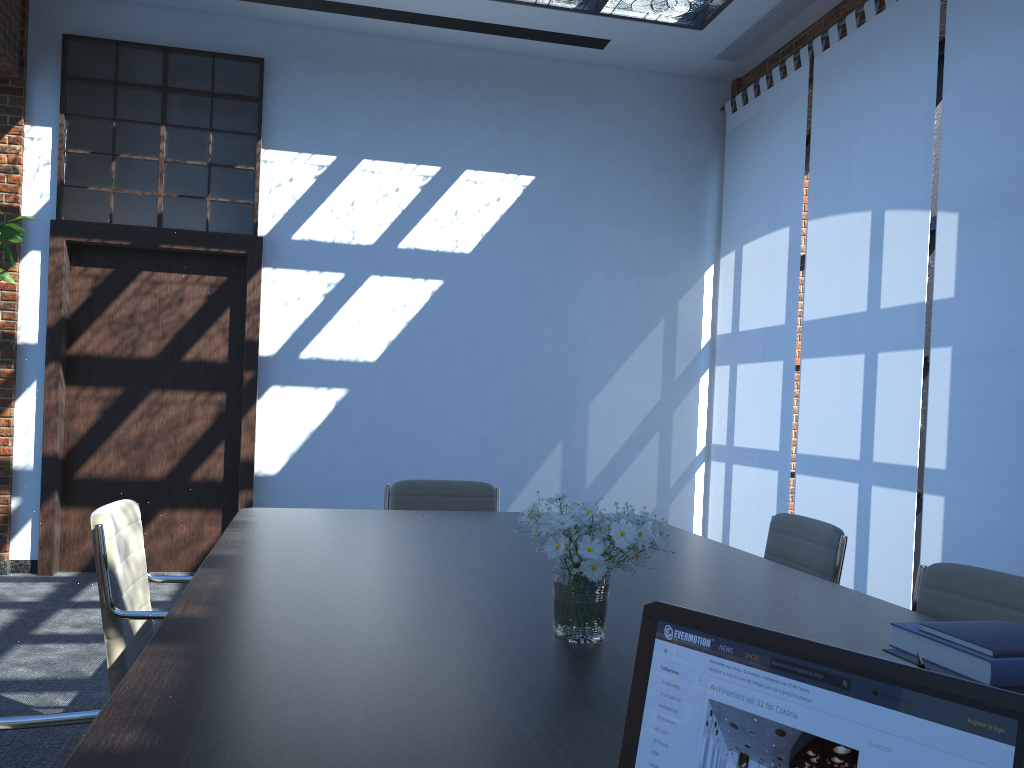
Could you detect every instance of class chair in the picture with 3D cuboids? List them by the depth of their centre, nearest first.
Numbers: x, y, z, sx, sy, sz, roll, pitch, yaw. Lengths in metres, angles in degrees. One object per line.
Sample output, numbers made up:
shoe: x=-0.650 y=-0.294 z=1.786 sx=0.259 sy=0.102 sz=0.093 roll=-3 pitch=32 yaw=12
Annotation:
chair: x=-0.688 y=0.837 z=1.562 sx=0.707 sy=0.923 sz=0.559 roll=2 pitch=0 yaw=-24
chair: x=0.924 y=0.921 z=2.114 sx=0.707 sy=0.923 sz=0.559 roll=2 pitch=0 yaw=-19
chair: x=-0.984 y=0.860 z=2.898 sx=0.706 sy=0.923 sz=0.560 roll=2 pitch=0 yaw=-12
chair: x=0.775 y=0.945 z=3.251 sx=0.706 sy=0.923 sz=0.560 roll=2 pitch=0 yaw=-9
chair: x=-0.282 y=0.920 z=3.979 sx=0.560 sy=0.923 sz=0.706 roll=2 pitch=0 yaw=-12

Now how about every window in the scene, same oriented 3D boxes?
window: x=3.211 y=-0.314 z=2.522 sx=0.160 sy=3.608 sz=9.619 roll=2 pitch=-1 yaw=-12
window: x=-2.448 y=-1.711 z=6.214 sx=1.329 sy=1.292 sz=0.059 roll=3 pitch=1 yaw=-13

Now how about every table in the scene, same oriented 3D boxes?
table: x=0.190 y=0.938 z=1.801 sx=1.810 sy=0.810 sz=4.503 roll=3 pitch=-1 yaw=-12

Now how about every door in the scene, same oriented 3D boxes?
door: x=-2.534 y=0.130 z=6.294 sx=1.400 sy=2.436 sz=0.200 roll=2 pitch=1 yaw=-13

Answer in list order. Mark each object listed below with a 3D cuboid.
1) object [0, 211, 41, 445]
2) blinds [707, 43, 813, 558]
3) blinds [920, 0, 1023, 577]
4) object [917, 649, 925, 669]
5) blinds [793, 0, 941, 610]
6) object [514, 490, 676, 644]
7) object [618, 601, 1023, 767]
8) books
object: x=-3.080 y=0.039 z=4.736 sx=0.946 sy=2.492 sz=1.323 roll=2 pitch=0 yaw=-12
blinds: x=1.769 y=-0.376 z=6.503 sx=0.039 sy=3.758 sz=1.218 roll=2 pitch=1 yaw=-12
blinds: x=2.320 y=-0.419 z=4.020 sx=0.039 sy=3.758 sz=1.218 roll=2 pitch=1 yaw=-12
object: x=0.655 y=0.468 z=1.320 sx=0.091 sy=0.142 sz=0.091 roll=2 pitch=0 yaw=-35
blinds: x=2.046 y=-0.398 z=5.256 sx=0.039 sy=3.758 sz=1.218 roll=2 pitch=1 yaw=-12
object: x=0.162 y=0.378 z=1.869 sx=0.329 sy=0.310 sz=0.336 roll=2 pitch=0 yaw=-2
object: x=0.138 y=0.360 z=0.687 sx=0.323 sy=0.283 sz=0.390 roll=3 pitch=-1 yaw=-39
books: x=0.856 y=0.497 z=1.576 sx=0.294 sy=0.115 sz=0.254 roll=3 pitch=-1 yaw=-14
